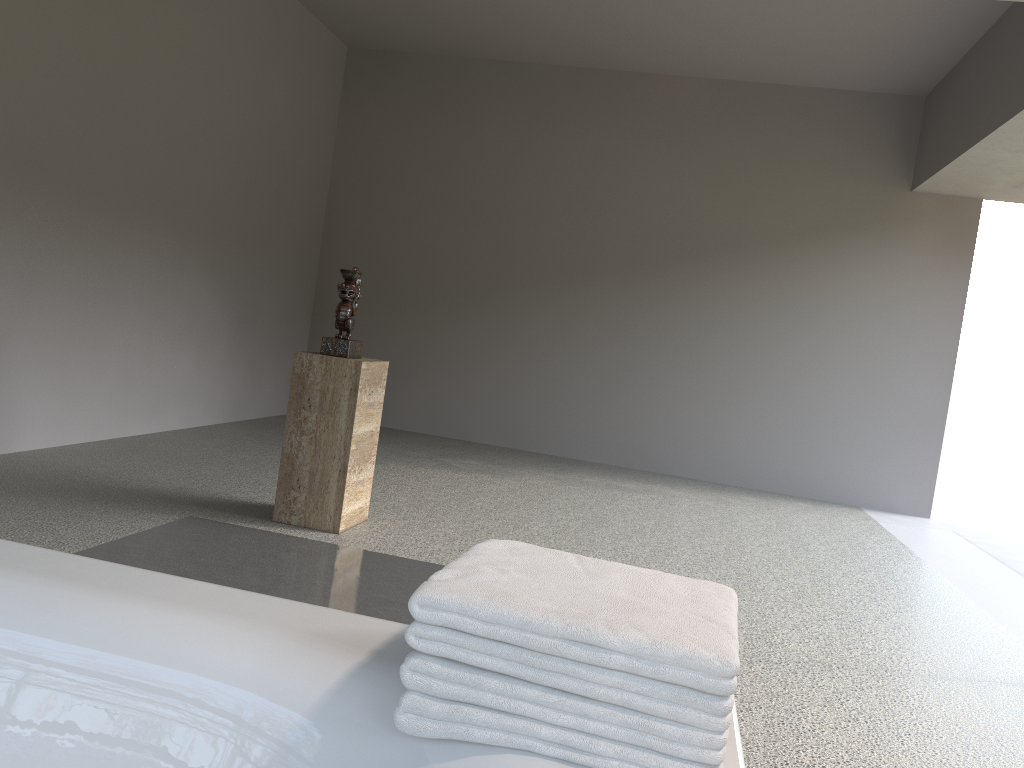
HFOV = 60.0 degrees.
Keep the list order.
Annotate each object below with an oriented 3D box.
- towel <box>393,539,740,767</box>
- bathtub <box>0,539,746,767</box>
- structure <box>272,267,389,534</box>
[{"bbox_3d":[0.074,0.285,0.962,0.322,0.145,0.305,9,3,13],"label":"towel"},{"bbox_3d":[-0.845,0.488,0.597,1.958,0.504,1.328,9,3,11],"label":"bathtub"},{"bbox_3d":[-0.724,0.044,3.701,0.292,1.074,0.328,9,3,10],"label":"structure"}]
